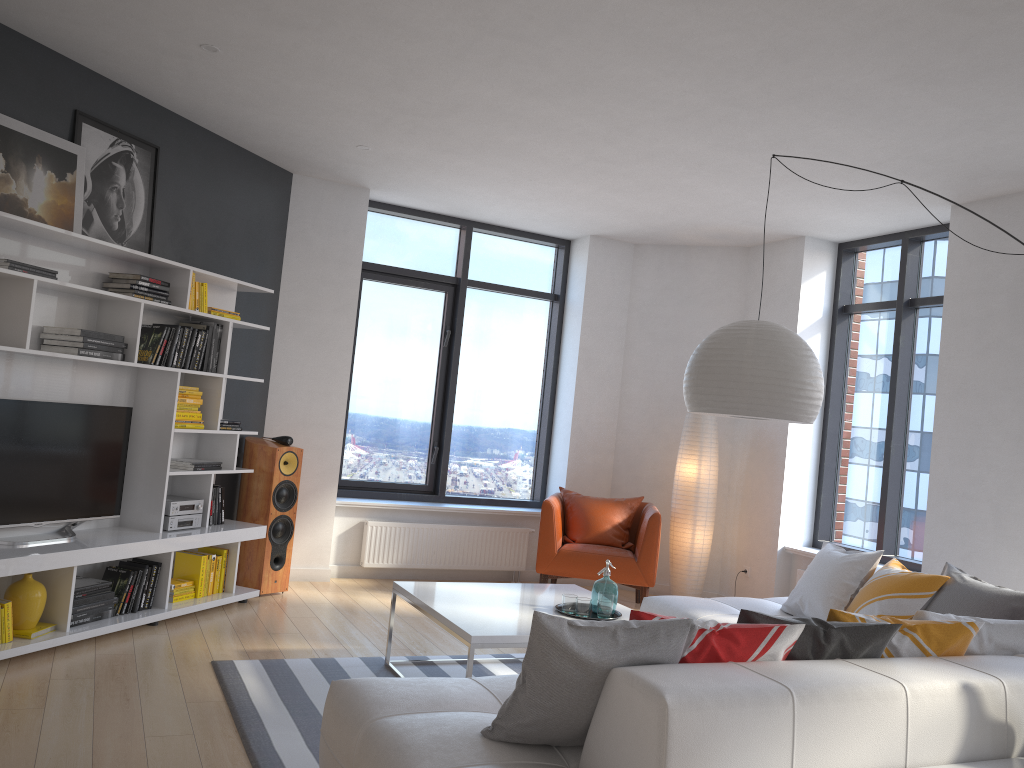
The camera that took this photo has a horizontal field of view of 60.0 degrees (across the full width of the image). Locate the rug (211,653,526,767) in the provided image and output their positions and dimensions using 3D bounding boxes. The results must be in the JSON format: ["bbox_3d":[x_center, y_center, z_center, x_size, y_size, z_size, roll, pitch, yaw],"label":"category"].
[{"bbox_3d":[-0.107,1.509,4.160,2.326,0.016,1.662,7,-3,-25],"label":"rug"}]

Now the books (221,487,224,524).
[{"bbox_3d":[-1.926,0.771,5.692,0.177,0.242,0.066,5,-2,20],"label":"books"}]

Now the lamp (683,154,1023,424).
[{"bbox_3d":[2.313,0.411,3.706,3.199,2.647,0.710,5,-2,11],"label":"lamp"}]

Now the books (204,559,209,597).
[{"bbox_3d":[-1.950,1.189,5.484,0.156,0.229,0.024,5,-2,20],"label":"books"}]

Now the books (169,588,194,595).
[{"bbox_3d":[-2.011,1.237,5.317,0.113,0.018,0.169,5,-3,22],"label":"books"}]

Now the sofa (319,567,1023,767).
[{"bbox_3d":[0.868,1.231,3.792,3.424,0.732,2.614,7,-3,-25],"label":"sofa"}]

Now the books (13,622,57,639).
[{"bbox_3d":[-2.412,1.194,4.332,0.270,0.029,0.204,6,-2,5],"label":"books"}]

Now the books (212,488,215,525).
[{"bbox_3d":[-1.958,0.768,5.617,0.170,0.236,0.049,5,-2,21],"label":"books"}]

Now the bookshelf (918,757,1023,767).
[{"bbox_3d":[1.712,1.383,2.547,2.600,0.500,0.356,7,-3,-25],"label":"bookshelf"}]

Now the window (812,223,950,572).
[{"bbox_3d":[2.809,0.092,6.410,0.170,2.402,1.310,7,-3,-25],"label":"window"}]

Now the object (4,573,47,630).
[{"bbox_3d":[-2.371,1.054,4.318,0.185,0.257,0.185,6,-2,-2],"label":"object"}]

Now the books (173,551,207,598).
[{"bbox_3d":[-1.983,1.169,5.445,0.198,0.255,0.044,5,-2,20],"label":"books"}]

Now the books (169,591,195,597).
[{"bbox_3d":[-2.029,1.249,5.328,0.148,0.011,0.196,5,-2,20],"label":"books"}]

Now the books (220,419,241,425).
[{"bbox_3d":[-1.880,0.241,5.711,0.161,0.023,0.213,5,-3,24],"label":"books"}]

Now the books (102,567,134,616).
[{"bbox_3d":[-2.192,1.137,4.870,0.182,0.234,0.104,5,-2,20],"label":"books"}]

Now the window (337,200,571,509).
[{"bbox_3d":[-0.507,-0.197,7.549,1.960,2.402,0.170,7,-3,-25],"label":"window"}]

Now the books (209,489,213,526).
[{"bbox_3d":[-1.973,0.765,5.597,0.189,0.240,0.053,5,-2,21],"label":"books"}]

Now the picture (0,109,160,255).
[{"bbox_3d":[-2.327,-1.104,4.655,0.076,0.707,1.279,5,-2,20],"label":"picture"}]

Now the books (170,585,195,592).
[{"bbox_3d":[-2.021,1.221,5.329,0.134,0.014,0.187,5,-2,20],"label":"books"}]

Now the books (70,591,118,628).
[{"bbox_3d":[-2.302,1.164,4.665,0.277,0.137,0.343,5,-2,15],"label":"books"}]

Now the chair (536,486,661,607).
[{"bbox_3d":[0.665,1.269,6.821,0.896,0.858,0.843,5,-2,7],"label":"chair"}]

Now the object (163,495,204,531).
[{"bbox_3d":[-2.062,0.776,5.347,0.270,0.174,0.285,5,-2,20],"label":"object"}]

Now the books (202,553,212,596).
[{"bbox_3d":[-1.959,1.177,5.510,0.180,0.251,0.019,5,-2,20],"label":"books"}]

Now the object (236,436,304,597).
[{"bbox_3d":[-1.731,0.885,6.144,0.434,1.088,0.290,4,-3,35],"label":"object"}]

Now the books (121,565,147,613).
[{"bbox_3d":[-2.137,1.143,4.956,0.172,0.242,0.069,5,-3,21],"label":"books"}]

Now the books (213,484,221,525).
[{"bbox_3d":[-1.943,0.763,5.667,0.193,0.255,0.066,5,-2,20],"label":"books"}]

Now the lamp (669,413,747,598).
[{"bbox_3d":[1.621,1.026,6.953,0.804,1.550,0.502,5,-3,26],"label":"lamp"}]

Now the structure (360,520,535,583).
[{"bbox_3d":[-0.499,1.369,7.199,1.474,0.460,0.110,7,-3,-25],"label":"structure"}]

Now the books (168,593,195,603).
[{"bbox_3d":[-2.027,1.272,5.325,0.147,0.033,0.190,5,-2,20],"label":"books"}]

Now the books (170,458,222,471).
[{"bbox_3d":[-2.001,0.500,5.528,0.250,0.047,0.310,5,-2,16],"label":"books"}]

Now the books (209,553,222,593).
[{"bbox_3d":[-1.923,1.193,5.610,0.172,0.234,0.024,5,-2,20],"label":"books"}]

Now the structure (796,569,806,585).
[{"bbox_3d":[2.366,1.618,6.181,0.110,0.460,1.015,7,-3,-25],"label":"structure"}]

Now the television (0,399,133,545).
[{"bbox_3d":[-2.401,0.441,4.532,0.207,0.704,1.102,5,-2,20],"label":"television"}]

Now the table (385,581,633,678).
[{"bbox_3d":[0.075,1.313,4.378,1.091,0.435,1.091,7,-3,-25],"label":"table"}]

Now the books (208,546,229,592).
[{"bbox_3d":[-1.916,1.178,5.668,0.213,0.270,0.025,5,-2,20],"label":"books"}]

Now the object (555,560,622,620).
[{"bbox_3d":[0.386,0.991,4.349,0.330,0.265,0.330,6,-2,-1],"label":"object"}]

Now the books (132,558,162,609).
[{"bbox_3d":[-2.119,1.140,5.078,0.197,0.260,0.066,5,-2,20],"label":"books"}]

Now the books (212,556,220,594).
[{"bbox_3d":[-1.929,1.191,5.584,0.172,0.234,0.024,5,-2,20],"label":"books"}]

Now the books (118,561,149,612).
[{"bbox_3d":[-2.153,1.135,4.987,0.192,0.254,0.075,5,-2,19],"label":"books"}]

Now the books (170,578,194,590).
[{"bbox_3d":[-2.033,1.199,5.330,0.138,0.026,0.186,5,-2,20],"label":"books"}]

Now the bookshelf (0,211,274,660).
[{"bbox_3d":[-2.279,0.278,4.508,0.455,2.052,3.000,5,-2,20],"label":"bookshelf"}]

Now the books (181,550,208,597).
[{"bbox_3d":[-1.974,1.169,5.475,0.199,0.263,0.015,5,-2,20],"label":"books"}]

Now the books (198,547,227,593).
[{"bbox_3d":[-1.917,1.177,5.640,0.204,0.270,0.029,5,-2,20],"label":"books"}]

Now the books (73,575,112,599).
[{"bbox_3d":[-2.316,1.070,4.670,0.250,0.047,0.310,5,-2,16],"label":"books"}]

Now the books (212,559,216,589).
[{"bbox_3d":[-1.940,1.187,5.563,0.169,0.239,0.023,5,-2,20],"label":"books"}]

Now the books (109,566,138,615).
[{"bbox_3d":[-2.185,1.140,4.903,0.187,0.234,0.096,5,-2,21],"label":"books"}]

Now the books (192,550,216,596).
[{"bbox_3d":[-1.948,1.179,5.535,0.185,0.250,0.035,5,-2,20],"label":"books"}]

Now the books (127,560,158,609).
[{"bbox_3d":[-2.130,1.142,5.046,0.191,0.249,0.084,5,-2,20],"label":"books"}]

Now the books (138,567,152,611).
[{"bbox_3d":[-2.139,1.145,5.009,0.179,0.243,0.068,5,-2,19],"label":"books"}]

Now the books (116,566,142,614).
[{"bbox_3d":[-2.162,1.142,4.927,0.169,0.233,0.081,5,-2,19],"label":"books"}]

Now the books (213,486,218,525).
[{"bbox_3d":[-1.943,0.767,5.636,0.169,0.242,0.050,5,-2,20],"label":"books"}]
